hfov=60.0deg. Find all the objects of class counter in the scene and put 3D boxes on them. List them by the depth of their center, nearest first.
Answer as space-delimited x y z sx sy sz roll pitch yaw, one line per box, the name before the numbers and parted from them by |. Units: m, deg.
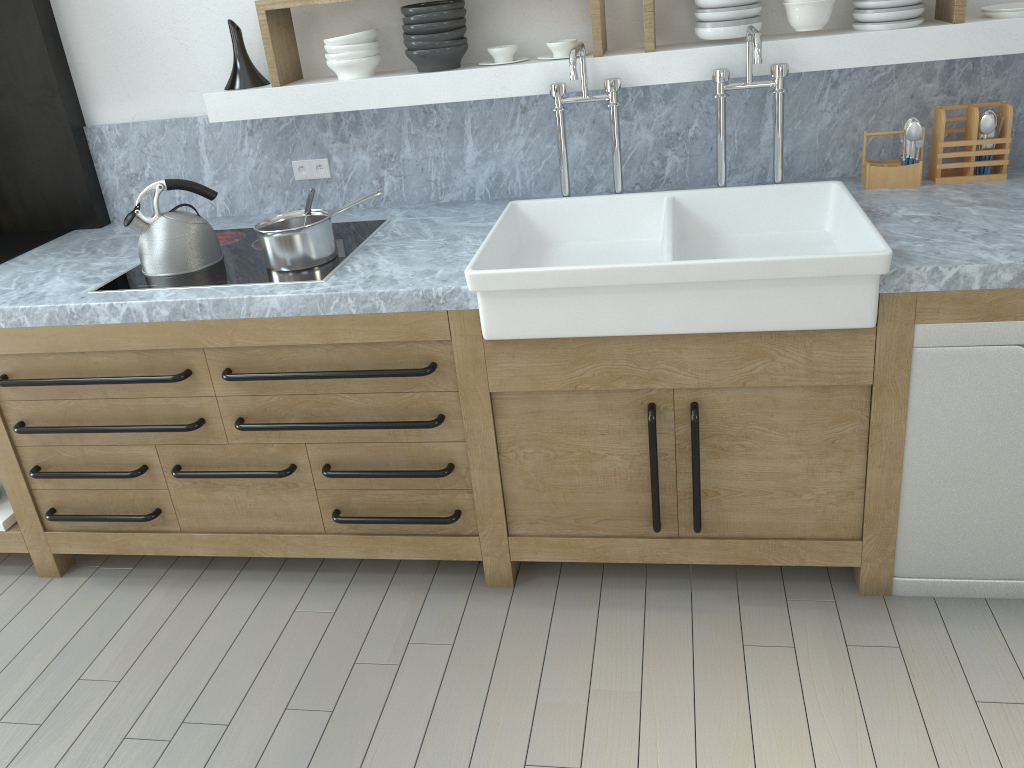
counter | -0.590 -0.672 2.726 6.574 0.613 0.972 -1 25 11

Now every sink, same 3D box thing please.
sink | 0.445 -0.357 2.490 1.020 0.200 0.735 -1 25 11

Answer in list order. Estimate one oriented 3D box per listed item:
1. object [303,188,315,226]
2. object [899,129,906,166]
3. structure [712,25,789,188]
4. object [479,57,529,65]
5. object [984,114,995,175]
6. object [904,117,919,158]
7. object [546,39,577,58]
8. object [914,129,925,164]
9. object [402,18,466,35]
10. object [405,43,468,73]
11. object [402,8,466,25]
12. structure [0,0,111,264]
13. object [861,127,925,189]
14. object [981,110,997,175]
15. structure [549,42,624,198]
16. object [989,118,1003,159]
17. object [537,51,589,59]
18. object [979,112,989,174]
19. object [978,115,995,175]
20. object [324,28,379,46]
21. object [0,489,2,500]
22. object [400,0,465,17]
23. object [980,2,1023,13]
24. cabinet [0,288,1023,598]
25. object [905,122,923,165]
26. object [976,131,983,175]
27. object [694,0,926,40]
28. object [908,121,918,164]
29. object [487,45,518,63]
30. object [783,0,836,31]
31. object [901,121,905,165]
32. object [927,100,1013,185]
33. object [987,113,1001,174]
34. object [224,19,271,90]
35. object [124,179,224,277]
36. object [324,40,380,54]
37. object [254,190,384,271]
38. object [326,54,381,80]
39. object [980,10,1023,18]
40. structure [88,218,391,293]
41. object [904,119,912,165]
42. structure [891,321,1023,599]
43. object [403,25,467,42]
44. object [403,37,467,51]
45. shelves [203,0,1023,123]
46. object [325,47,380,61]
object | -0.640 -0.486 2.697 0.051 0.165 0.238 -4 25 7
object | 1.190 -0.690 2.697 0.044 0.177 0.020 -16 26 -21
structure | 0.736 -0.758 2.569 0.214 0.524 0.336 -10 24 -7
object | -0.026 -1.041 2.866 0.164 0.012 0.165 7 28 27
object | 1.435 -0.713 2.664 0.018 0.194 0.020 9 28 31
object | 1.220 -0.718 2.721 0.042 0.190 0.040 -25 30 -36
object | 0.160 -1.066 2.820 0.098 0.048 0.099 -2 25 9
object | 1.227 -0.689 2.686 0.019 0.177 0.044 -8 24 -3
object | -0.246 -1.125 2.843 0.205 0.071 0.208 -7 25 0
object | -0.240 -1.056 2.873 0.205 0.071 0.208 -7 25 0
object | -0.244 -1.149 2.835 0.206 0.083 0.207 13 31 35
structure | -2.235 -1.300 2.841 1.075 1.864 0.789 -2 24 11
object | 1.175 -0.702 2.738 0.173 0.169 0.101 -1 25 13
object | 1.438 -0.732 2.698 0.042 0.190 0.040 -19 27 -26
structure | 0.256 -0.747 2.662 0.214 0.524 0.336 -10 24 -7
object | 1.459 -0.714 2.683 0.044 0.177 0.020 -11 24 -9
object | 0.163 -1.045 2.829 0.164 0.012 0.165 7 28 27
object | 1.432 -0.721 2.683 0.018 0.194 0.023 2 25 18
object | 1.420 -0.711 2.657 0.042 0.190 0.040 -18 26 -25
object | -0.522 -1.113 2.899 0.182 0.075 0.181 -26 31 -36
object | -1.819 0.342 3.062 0.153 0.112 0.264 -2 25 10
object | -0.249 -1.175 2.826 0.205 0.079 0.208 0 25 13
object | 1.471 -1.081 2.559 0.213 0.025 0.216 -7 25 0
cabinet | -0.580 0.077 3.047 6.427 1.011 1.015 -1 25 11
object | 1.212 -0.697 2.677 0.042 0.190 0.040 -26 30 -37
object | 1.426 -0.719 2.701 0.019 0.177 0.044 -3 24 9
object | 0.877 -1.135 2.631 0.657 0.194 0.200 -2 25 11
object | 1.215 -0.702 2.695 0.018 0.194 0.023 -4 24 6
object | -0.028 -1.062 2.857 0.098 0.048 0.099 -2 25 9
object | 0.873 -1.127 2.608 0.158 0.158 0.155 13 31 36
object | 1.198 -0.707 2.710 0.022 0.194 0.019 -6 24 0
object | 1.392 -0.735 2.695 0.200 0.220 0.105 -1 24 11
object | 1.446 -0.715 2.665 0.022 0.194 0.019 -1 24 12
object | -0.917 -1.117 2.992 0.156 0.216 0.157 -9 24 -6
object | -1.043 -0.495 2.723 0.246 0.265 0.249 3 26 20
object | -0.520 -1.087 2.911 0.181 0.068 0.183 7 28 27
object | -0.564 -0.450 2.662 0.394 0.168 0.234 -10 25 -7
object | -0.517 -1.046 2.929 0.181 0.063 0.183 10 29 31
object | 1.472 -1.073 2.562 0.213 0.025 0.216 -7 25 0
structure | -0.823 -0.398 2.818 0.737 0.041 0.655 -1 25 11
object | 1.208 -0.710 2.714 0.018 0.194 0.020 3 25 20
structure | 1.408 0.088 2.502 0.724 0.814 0.605 -1 25 11
object | -0.244 -1.102 2.846 0.206 0.085 0.206 -23 29 -32
object | -0.243 -1.080 2.863 0.206 0.085 0.206 -26 31 -36
shelves | -1.136 -1.480 2.703 5.548 1.347 0.485 -4 24 6
object | -0.520 -1.066 2.920 0.182 0.065 0.182 -26 31 -36
